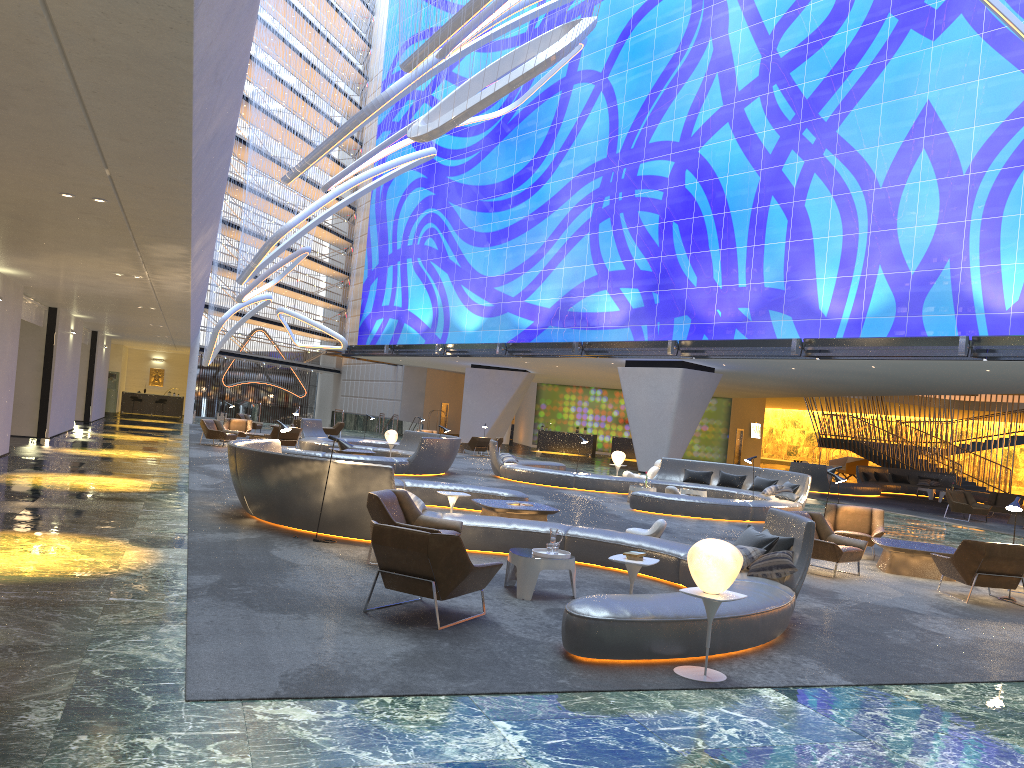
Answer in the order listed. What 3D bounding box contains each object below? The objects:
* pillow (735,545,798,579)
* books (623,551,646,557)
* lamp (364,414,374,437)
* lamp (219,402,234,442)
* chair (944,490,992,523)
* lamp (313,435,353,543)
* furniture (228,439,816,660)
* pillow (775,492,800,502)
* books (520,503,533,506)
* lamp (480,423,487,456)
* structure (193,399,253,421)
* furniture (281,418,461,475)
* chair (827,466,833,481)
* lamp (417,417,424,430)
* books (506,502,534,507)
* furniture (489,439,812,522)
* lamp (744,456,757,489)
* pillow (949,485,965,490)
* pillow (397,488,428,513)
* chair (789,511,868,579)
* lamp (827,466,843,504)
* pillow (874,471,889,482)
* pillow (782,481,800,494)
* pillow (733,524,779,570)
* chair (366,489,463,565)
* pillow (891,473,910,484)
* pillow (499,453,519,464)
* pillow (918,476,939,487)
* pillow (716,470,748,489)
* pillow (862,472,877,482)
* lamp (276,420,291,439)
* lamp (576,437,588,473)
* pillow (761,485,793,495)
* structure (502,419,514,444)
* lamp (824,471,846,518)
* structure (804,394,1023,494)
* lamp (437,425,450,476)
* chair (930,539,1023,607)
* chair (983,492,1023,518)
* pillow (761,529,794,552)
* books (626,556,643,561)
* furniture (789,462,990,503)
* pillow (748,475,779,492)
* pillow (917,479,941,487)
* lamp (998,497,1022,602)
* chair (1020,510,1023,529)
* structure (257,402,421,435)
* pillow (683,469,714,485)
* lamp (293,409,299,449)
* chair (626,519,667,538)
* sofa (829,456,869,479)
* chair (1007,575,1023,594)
[{"bbox_3d":[2.329,1.725,8.642,0.873,0.280,0.685,5,-2,17],"label":"pillow"},{"bbox_3d":[1.046,1.451,7.567,0.133,0.022,0.189,4,-2,31],"label":"books"},{"bbox_3d":[-4.949,1.687,30.452,0.384,1.300,0.202,5,0,-3],"label":"lamp"},{"bbox_3d":[-9.308,1.235,28.939,0.384,1.300,0.202,5,0,-3],"label":"lamp"},{"bbox_3d":[12.365,3.332,24.120,0.930,0.766,0.938,6,-1,-22],"label":"chair"},{"bbox_3d":[-2.150,1.268,10.701,0.384,1.300,0.201,5,0,-20],"label":"lamp"},{"bbox_3d":[-0.662,1.554,11.113,5.191,0.969,9.920,6,-2,-23],"label":"furniture"},{"bbox_3d":[6.042,2.477,19.422,0.444,0.207,0.444,4,-2,31],"label":"pillow"},{"bbox_3d":[0.219,1.820,13.390,0.133,0.012,0.189,6,-2,-30],"label":"books"},{"bbox_3d":[-1.103,2.189,34.770,0.202,1.300,0.384,5,0,-3],"label":"lamp"},{"bbox_3d":[-19.086,4.979,56.450,3.020,8.238,19.817,5,-2,-20],"label":"structure"},{"bbox_3d":[-4.097,1.745,25.858,5.186,0.969,9.930,5,-2,-3],"label":"furniture"},{"bbox_3d":[12.030,3.596,34.403,0.728,0.882,1.159,5,-1,24],"label":"chair"},{"bbox_3d":[-3.864,2.008,36.914,0.384,1.300,0.202,5,0,-3],"label":"lamp"},{"bbox_3d":[0.118,1.805,13.395,0.395,0.039,0.301,5,-2,-6],"label":"books"},{"bbox_3d":[3.075,2.286,22.437,5.192,0.969,9.918,6,-2,-28],"label":"furniture"},{"bbox_3d":[5.584,2.325,20.825,0.384,1.300,0.201,5,0,-27],"label":"lamp"},{"bbox_3d":[17.358,4.036,34.566,0.445,0.207,0.443,6,-2,-34],"label":"pillow"},{"bbox_3d":[-1.387,1.445,11.092,0.876,0.262,0.693,4,-2,32],"label":"pillow"},{"bbox_3d":[4.185,2.164,11.992,0.931,0.766,0.937,6,-2,-42],"label":"chair"},{"bbox_3d":[6.805,2.366,18.746,0.383,1.300,0.202,5,0,24],"label":"lamp"},{"bbox_3d":[14.664,3.694,35.189,0.760,0.417,0.281,6,-1,-27],"label":"pillow"},{"bbox_3d":[6.356,2.434,20.456,0.317,0.366,0.775,5,-2,-3],"label":"pillow"},{"bbox_3d":[2.432,1.654,8.987,0.315,0.386,0.785,5,-2,-4],"label":"pillow"},{"bbox_3d":[-1.084,1.604,9.767,0.938,0.766,0.930,5,-1,13],"label":"chair"},{"bbox_3d":[15.547,3.789,35.453,0.785,0.386,0.315,5,-1,-4],"label":"pillow"},{"bbox_3d":[-0.145,2.003,24.049,0.693,0.262,0.877,6,-2,-11],"label":"pillow"},{"bbox_3d":[16.563,3.880,35.280,0.774,0.366,0.317,5,-1,22],"label":"pillow"},{"bbox_3d":[5.471,2.402,22.147,0.758,0.417,0.282,4,-1,38],"label":"pillow"},{"bbox_3d":[13.987,3.637,34.667,0.770,0.369,0.294,7,-1,-41],"label":"pillow"},{"bbox_3d":[-3.797,1.243,14.407,0.383,1.300,0.202,5,0,29],"label":"lamp"},{"bbox_3d":[1.925,2.127,24.860,0.202,1.300,0.383,5,0,-44],"label":"lamp"},{"bbox_3d":[6.159,2.461,20.492,0.876,0.262,0.693,4,-2,35],"label":"pillow"},{"bbox_3d":[-0.281,2.466,51.389,1.024,2.051,0.771,6,0,-42],"label":"structure"},{"bbox_3d":[5.164,2.064,14.330,0.383,1.300,0.202,5,0,33],"label":"lamp"},{"bbox_3d":[22.384,2.339,39.615,11.994,6.246,16.479,6,-2,-20],"label":"structure"},{"bbox_3d":[-1.822,1.713,22.823,0.384,1.300,0.202,5,0,-3],"label":"lamp"},{"bbox_3d":[5.778,2.272,10.852,0.929,0.766,0.939,5,-1,-1],"label":"chair"},{"bbox_3d":[14.297,3.566,25.753,0.928,0.766,0.940,4,-2,41],"label":"chair"},{"bbox_3d":[2.613,1.699,9.090,0.295,0.369,0.769,5,-2,-7],"label":"pillow"},{"bbox_3d":[1.047,1.478,7.569,0.128,0.030,0.182,5,-2,2],"label":"books"},{"bbox_3d":[13.387,3.601,33.159,9.928,0.969,5.187,5,-2,-3],"label":"furniture"},{"bbox_3d":[6.083,2.440,21.455,0.315,0.386,0.784,6,-2,-28],"label":"pillow"},{"bbox_3d":[16.445,3.908,35.119,0.878,0.262,0.692,6,-2,-29],"label":"pillow"},{"bbox_3d":[6.192,2.044,10.982,0.201,1.300,0.384,5,0,32],"label":"lamp"},{"bbox_3d":[13.478,3.379,22.505,0.928,0.766,0.940,5,-1,19],"label":"chair"},{"bbox_3d":[-13.221,5.641,59.069,9.314,8.398,19.721,6,-2,-20],"label":"structure"},{"bbox_3d":[4.713,2.369,22.541,0.768,0.369,0.295,5,-1,24],"label":"pillow"},{"bbox_3d":[-6.547,1.415,26.795,0.202,1.300,0.384,5,0,-3],"label":"lamp"},{"bbox_3d":[1.855,2.090,12.194,0.586,0.501,0.491,5,-1,14],"label":"chair"},{"bbox_3d":[16.948,4.259,44.782,1.062,1.179,3.419,5,-2,6],"label":"sofa"},{"bbox_3d":[7.122,2.432,11.915,0.937,0.766,0.931,5,-1,24],"label":"chair"}]
